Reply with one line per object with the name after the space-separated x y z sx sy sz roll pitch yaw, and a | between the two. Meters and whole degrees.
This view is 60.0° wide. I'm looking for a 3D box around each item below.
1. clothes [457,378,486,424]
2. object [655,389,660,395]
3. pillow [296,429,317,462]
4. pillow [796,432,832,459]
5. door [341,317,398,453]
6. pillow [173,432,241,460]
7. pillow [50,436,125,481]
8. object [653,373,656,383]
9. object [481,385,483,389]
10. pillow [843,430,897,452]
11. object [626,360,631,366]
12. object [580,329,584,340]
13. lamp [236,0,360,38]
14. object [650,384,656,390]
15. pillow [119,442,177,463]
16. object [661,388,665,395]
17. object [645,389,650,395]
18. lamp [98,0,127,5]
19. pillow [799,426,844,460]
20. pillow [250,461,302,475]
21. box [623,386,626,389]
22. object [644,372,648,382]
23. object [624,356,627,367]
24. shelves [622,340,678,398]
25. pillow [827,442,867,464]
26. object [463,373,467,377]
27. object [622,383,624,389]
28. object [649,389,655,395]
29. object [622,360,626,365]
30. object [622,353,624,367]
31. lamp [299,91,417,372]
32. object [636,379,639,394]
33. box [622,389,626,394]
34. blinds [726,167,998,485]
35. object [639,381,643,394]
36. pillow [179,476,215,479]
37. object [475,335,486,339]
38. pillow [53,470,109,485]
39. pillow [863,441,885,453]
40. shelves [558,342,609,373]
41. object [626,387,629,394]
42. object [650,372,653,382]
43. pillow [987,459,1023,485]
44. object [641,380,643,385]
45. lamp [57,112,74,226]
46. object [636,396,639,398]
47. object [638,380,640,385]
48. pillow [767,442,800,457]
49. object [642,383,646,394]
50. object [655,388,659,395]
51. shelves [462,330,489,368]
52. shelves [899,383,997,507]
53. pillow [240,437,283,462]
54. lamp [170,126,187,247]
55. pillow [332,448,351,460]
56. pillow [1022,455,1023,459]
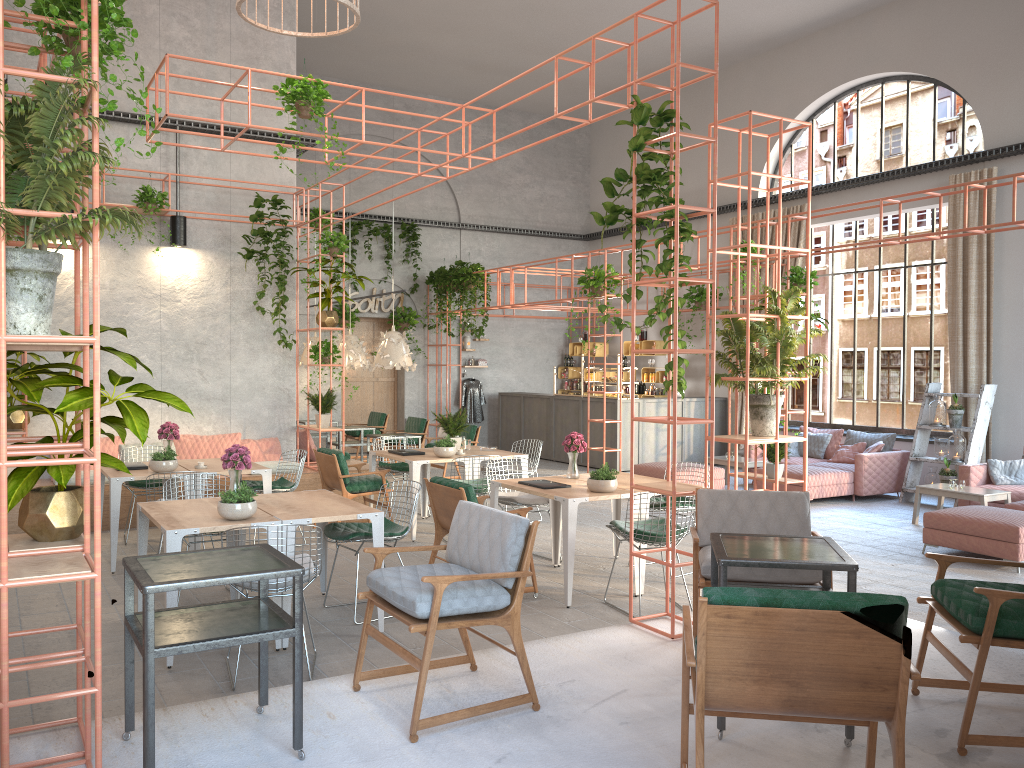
-0.825 0.376 18.613 0.366 0.997 0.625 1 2 39 | clothes
2.796 0.158 17.064 0.115 0.107 0.115 0 1 -25 | object
-2.893 0.817 12.089 0.276 0.474 0.839 -1 2 -40 | pillow
4.571 0.939 13.620 0.289 0.385 0.666 0 2 -30 | pillow
-3.095 0.019 18.218 1.360 2.729 0.551 0 2 -31 | door
-3.752 0.839 10.845 0.839 0.474 0.276 0 1 -10 | pillow
-4.876 0.847 10.229 0.839 0.474 0.276 -1 2 -40 | pillow
2.719 -0.123 16.912 0.069 0.191 0.069 0 1 -14 | object
-0.634 0.053 18.800 0.033 0.146 0.070 1 2 31 | object
5.160 0.929 12.899 0.273 0.476 0.836 0 2 -30 | pillow
2.341 -0.407 17.866 0.115 0.147 0.115 0 1 -22 | object
1.546 -1.044 19.252 0.134 0.301 0.134 -1 2 -42 | object
-1.553 -4.441 6.470 0.883 3.476 0.883 1 1 22 | lamp
2.715 0.052 17.085 0.115 0.107 0.115 1 1 26 | object
-4.312 0.891 10.539 0.666 0.385 0.289 -1 2 -35 | pillow
2.901 0.147 17.040 0.073 0.131 0.073 -1 2 -38 | object
2.623 0.156 17.112 0.115 0.107 0.115 -1 2 -34 | object
-3.646 -5.111 7.425 0.883 3.476 0.883 1 1 22 | lamp
4.707 0.907 13.684 0.276 0.474 0.839 0 2 -30 | pillow
-2.948 1.029 10.885 0.637 0.149 0.491 0 2 -30 | pillow
2.270 0.052 17.755 0.058 0.093 0.122 0 1 -19 | box
2.589 -0.129 17.131 0.069 0.191 0.069 0 1 -19 | object
2.298 -0.482 17.961 0.066 0.291 0.066 1 1 9 | object
2.589 0.076 17.370 0.328 1.838 1.750 0 2 -31 | shelves
4.868 0.994 12.866 0.479 0.317 0.441 1 2 41 | pillow
-0.988 -0.197 18.575 0.093 0.121 0.049 0 2 -28 | object
2.238 0.085 17.871 0.070 0.209 0.070 1 1 18 | object
2.690 0.159 17.000 0.115 0.107 0.115 1 1 26 | object
2.228 -0.407 17.799 0.115 0.147 0.115 0 1 -22 | object
2.227 -0.481 17.922 0.066 0.291 0.066 0 1 -24 | object
-2.628 -2.233 14.361 0.704 4.052 4.456 0 2 -31 | lamp
2.460 0.056 17.385 0.066 0.291 0.066 2 2 44 | object
2.237 0.146 17.735 0.058 0.093 0.122 0 2 -31 | box
5.141 -0.774 13.952 0.414 4.389 4.957 0 2 -30 | blinds
2.534 0.060 17.436 0.065 0.280 0.065 1 1 13 | object
-3.823 1.036 10.367 0.637 0.149 0.491 0 2 -30 | pillow
-0.660 -1.001 18.696 0.263 0.101 0.013 0 2 -31 | object
-4.725 1.044 9.832 0.637 0.149 0.491 0 2 -30 | pillow
5.051 0.985 12.450 0.308 0.349 0.495 1 1 19 | pillow
1.610 0.032 19.021 0.328 1.838 1.750 0 2 -31 | shelves
2.305 0.086 17.633 0.073 0.219 0.105 0 1 -24 | object
2.672 -0.125 16.990 0.069 0.191 0.069 0 1 5 | object
5.994 1.066 10.631 0.500 0.324 0.307 0 1 5 | pillow
2.560 0.057 17.552 0.065 0.280 0.065 0 1 -3 | object
-5.040 -2.364 10.021 0.179 1.425 0.185 0 2 -31 | lamp
2.470 0.273 17.387 0.058 0.059 0.058 2 2 44 | object
2.486 0.055 17.503 0.074 0.287 0.072 0 1 1 | object
4.192 0.986 13.671 0.500 0.324 0.307 0 1 5 | pillow
2.603 0.056 17.480 0.074 0.287 0.072 0 1 1 | object
2.781 0.148 16.962 0.073 0.131 0.073 -1 2 -38 | object
-0.766 -0.739 18.617 0.560 0.790 0.186 0 2 -30 | shelves
5.812 0.804 11.842 0.856 1.618 0.842 0 2 -31 | shelves
-3.209 0.882 11.193 0.666 0.385 0.289 -1 2 -35 | pillow
-4.001 -2.372 10.637 0.179 1.425 0.185 0 2 -31 | lamp
-2.585 0.996 12.402 0.491 0.149 0.637 0 2 -30 | pillow
6.373 1.020 10.580 0.289 0.385 0.666 0 2 -30 | pillow
